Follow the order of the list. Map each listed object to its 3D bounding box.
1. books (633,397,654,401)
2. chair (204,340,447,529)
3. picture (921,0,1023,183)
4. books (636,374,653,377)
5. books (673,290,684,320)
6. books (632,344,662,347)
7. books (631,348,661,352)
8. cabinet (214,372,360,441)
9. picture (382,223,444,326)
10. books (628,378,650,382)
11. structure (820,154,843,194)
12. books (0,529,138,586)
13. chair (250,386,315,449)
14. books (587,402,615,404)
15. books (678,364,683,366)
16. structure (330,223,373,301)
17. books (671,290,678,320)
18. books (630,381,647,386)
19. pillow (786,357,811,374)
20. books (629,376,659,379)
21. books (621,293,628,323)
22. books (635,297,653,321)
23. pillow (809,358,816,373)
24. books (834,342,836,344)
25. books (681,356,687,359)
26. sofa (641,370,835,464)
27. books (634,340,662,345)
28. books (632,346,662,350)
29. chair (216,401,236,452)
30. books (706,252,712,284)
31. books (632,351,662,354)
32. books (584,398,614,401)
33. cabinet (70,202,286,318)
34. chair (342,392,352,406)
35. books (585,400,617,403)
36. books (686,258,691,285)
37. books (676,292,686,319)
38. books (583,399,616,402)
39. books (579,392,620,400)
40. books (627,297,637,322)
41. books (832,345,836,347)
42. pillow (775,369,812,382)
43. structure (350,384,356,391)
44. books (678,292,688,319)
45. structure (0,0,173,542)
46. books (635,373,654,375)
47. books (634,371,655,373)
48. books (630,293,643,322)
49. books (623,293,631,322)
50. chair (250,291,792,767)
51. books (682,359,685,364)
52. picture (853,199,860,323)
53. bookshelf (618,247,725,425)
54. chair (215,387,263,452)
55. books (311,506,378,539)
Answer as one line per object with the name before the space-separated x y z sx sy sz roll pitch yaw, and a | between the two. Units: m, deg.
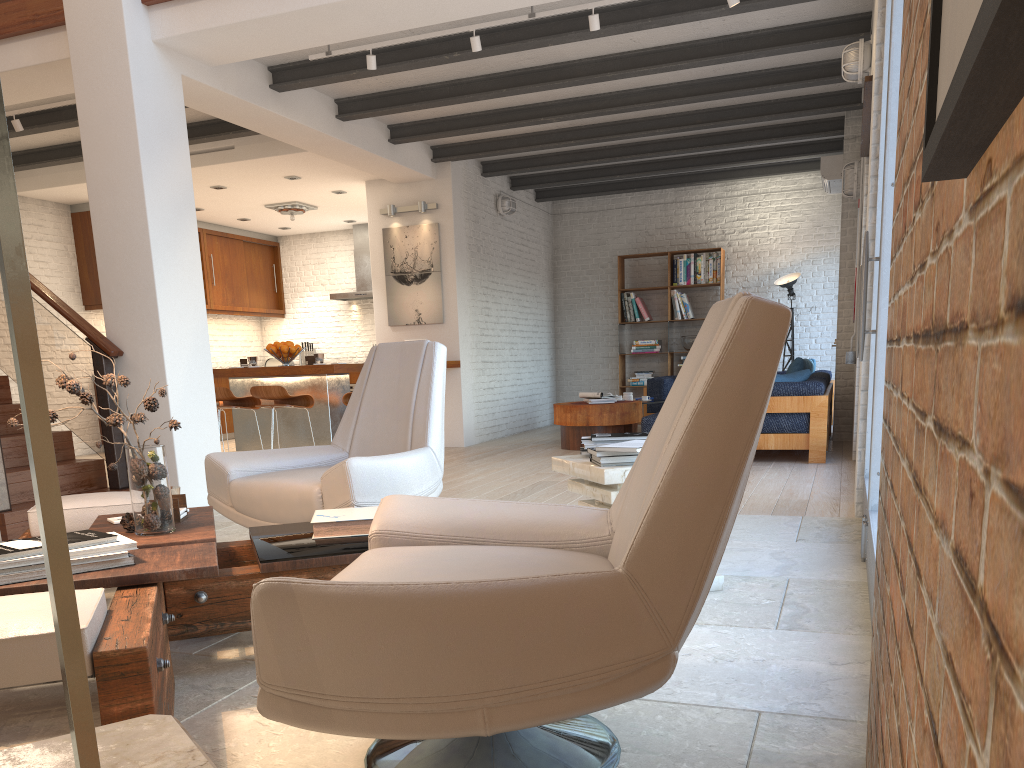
books | 1.448 0.167 9.785 0.230 0.023 0.160 -3 2 -21
chair | -0.742 0.318 4.048 1.021 1.042 0.953 3 9 37
picture | 0.105 -0.721 0.041 0.027 1.227 0.889 2 9 21
books | 1.785 -0.112 11.716 0.206 0.034 0.130 -2 2 21
books | 2.169 -1.025 11.352 0.103 0.393 0.237 2 10 21
books | 1.803 -0.513 11.610 0.355 0.021 0.266 -2 2 19
books | 1.793 -0.446 11.614 0.380 0.037 0.239 -2 2 16
cabinet | -2.855 -0.715 11.509 4.766 2.909 2.216 -3 8 -14
picture | -1.047 -1.146 9.228 0.654 1.042 0.019 1 12 20
books | 1.769 -0.057 11.720 0.379 0.037 0.239 -2 2 21
structure | 3.160 -2.056 8.598 0.200 0.224 0.797 1 3 21
books | -1.224 0.454 2.305 0.396 0.076 0.247 -4 3 -37
chair | -1.932 0.397 7.333 0.404 0.795 0.410 1 10 21
books | 0.884 0.181 8.750 0.252 0.011 0.311 -2 1 0
books | 2.419 -0.253 11.422 0.444 0.021 0.266 -2 2 21
structure | -2.017 -1.697 12.100 0.985 1.019 0.445 0 10 20
books | 2.142 -1.025 11.386 0.101 0.394 0.237 2 10 21
books | 1.787 -0.010 11.714 0.326 0.057 0.250 -1 2 31
pillow | 2.761 -0.052 8.487 0.254 0.426 1.186 1 4 21
books | 1.779 -0.085 11.699 0.380 0.019 0.239 -2 2 13
books | 1.519 -1.009 11.606 0.091 0.394 0.237 2 10 21
books | 1.748 -0.983 11.547 0.194 0.327 0.248 1 8 21
pillow | 3.250 -0.077 9.721 0.243 0.407 1.083 1 4 20
books | 3.361 -0.417 8.844 0.171 0.019 0.231 -2 2 23
books | 2.424 -0.348 11.414 0.379 0.037 0.239 -2 2 21
sofa | 2.184 0.252 8.983 2.078 0.676 3.867 -1 2 21
books | 1.809 -0.552 11.597 0.326 0.057 0.249 -1 2 23
books | 1.799 -0.483 11.597 0.380 0.037 0.239 -2 2 14
chair | -2.770 0.408 8.209 0.422 0.795 0.393 1 10 21
books | 2.513 -1.469 11.139 0.036 0.393 0.237 2 10 21
books | 1.805 -0.418 11.623 0.355 0.021 0.266 -2 2 21
books | 0.870 0.149 8.737 0.252 0.011 0.312 -2 1 -5
cabinet | -4.190 -1.509 11.442 0.461 1.189 3.272 2 4 21
chair | -1.175 0.362 7.611 0.422 0.795 0.393 1 10 21
books | 0.887 0.170 8.763 0.252 0.011 0.312 -2 1 -10
books | 2.297 -1.436 11.237 0.055 0.338 0.248 2 9 21
books | 2.223 -1.010 11.345 0.124 0.358 0.265 2 9 21
books | 0.875 0.160 8.746 0.252 0.011 0.312 -2 1 -10
books | 0.887 0.134 8.811 0.270 0.112 0.319 -4 3 -37
books | 1.612 -0.987 11.604 0.102 0.343 0.248 2 9 21
books | 3.359 -0.391 8.863 0.162 0.017 0.247 -1 2 31
pillow | 2.191 0.051 7.307 0.562 0.337 0.370 -4 6 -19
structure | -1.999 0.281 12.373 0.669 0.592 0.488 0 8 21
books | 2.247 -1.011 11.346 0.124 0.358 0.265 2 9 21
structure | -2.745 -1.263 6.082 10.149 4.240 13.565 -1 3 21
books | 1.781 -0.138 11.719 0.236 0.019 0.167 -2 2 14
books | 1.782 -0.164 11.692 0.252 0.017 0.159 -2 2 21
books | 1.652 -1.011 11.551 0.121 0.391 0.237 2 10 21
books | 1.556 -1.011 11.600 0.091 0.394 0.237 2 10 21
chair | 0.064 0.341 1.895 0.984 1.024 1.001 -2 7 5
books | 2.431 -0.297 11.427 0.380 0.066 0.239 -2 2 15
picture | 2.952 -1.024 7.464 0.019 0.985 0.725 2 9 21
bookshelf | 2.091 -0.581 11.466 1.316 2.260 0.354 1 12 20
chair | -2.436 0.412 7.522 0.404 0.795 0.410 1 10 21
books | -0.505 0.463 2.951 0.326 0.058 0.250 -2 2 -9
